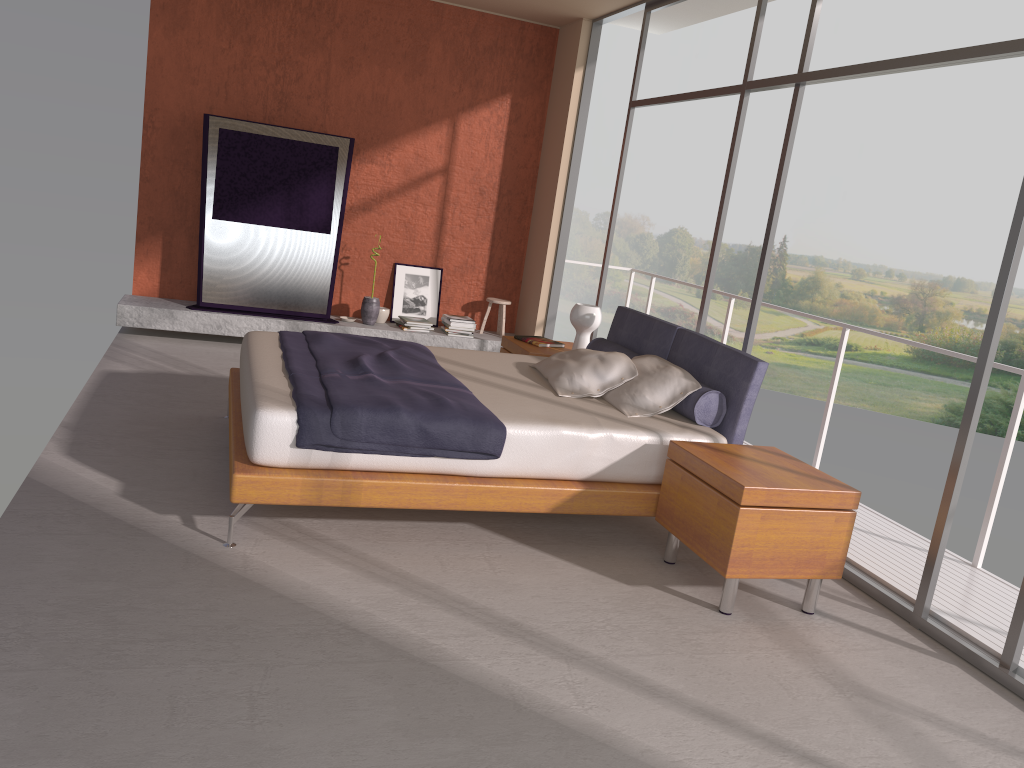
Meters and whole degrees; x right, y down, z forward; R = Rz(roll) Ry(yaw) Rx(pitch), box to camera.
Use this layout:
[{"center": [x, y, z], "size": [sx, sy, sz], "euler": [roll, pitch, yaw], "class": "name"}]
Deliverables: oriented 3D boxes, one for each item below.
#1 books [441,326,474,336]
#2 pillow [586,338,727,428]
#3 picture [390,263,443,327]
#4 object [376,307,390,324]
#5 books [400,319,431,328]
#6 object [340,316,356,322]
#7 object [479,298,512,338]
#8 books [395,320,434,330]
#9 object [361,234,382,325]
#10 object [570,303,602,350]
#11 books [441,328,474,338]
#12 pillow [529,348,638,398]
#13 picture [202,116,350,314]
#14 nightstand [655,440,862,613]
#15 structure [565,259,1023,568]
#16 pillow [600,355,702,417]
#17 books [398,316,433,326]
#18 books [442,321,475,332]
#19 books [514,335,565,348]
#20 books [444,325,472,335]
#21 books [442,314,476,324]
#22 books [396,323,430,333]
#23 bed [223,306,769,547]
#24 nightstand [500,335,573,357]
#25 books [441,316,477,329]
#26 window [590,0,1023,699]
[{"center": [-0.506, -0.490, 8.194], "size": [0.247, 0.018, 0.287], "euler": [5, 12, -19], "class": "books"}, {"center": [0.778, -0.041, 5.068], "size": [0.205, 0.201, 1.470], "euler": [5, 12, -19], "class": "pillow"}, {"center": [-0.894, -0.832, 8.316], "size": [0.458, 0.550, 0.117], "euler": [5, 12, -19], "class": "picture"}, {"center": [-1.221, -0.631, 8.150], "size": [0.179, 0.137, 0.180], "euler": [7, 11, -7], "class": "object"}, {"center": [-0.879, -0.554, 8.074], "size": [0.247, 0.025, 0.287], "euler": [5, 12, -17], "class": "books"}, {"center": [-1.474, -0.573, 7.960], "size": [0.152, 0.040, 0.152], "euler": [12, 12, 15], "class": "object"}, {"center": [-0.136, -0.627, 8.423], "size": [0.260, 0.349, 0.257], "euler": [18, 15, 39], "class": "object"}, {"center": [-0.890, -0.537, 8.091], "size": [0.247, 0.018, 0.328], "euler": [1, 14, -34], "class": "books"}, {"center": [-1.230, -0.927, 7.890], "size": [0.165, 0.810, 0.165], "euler": [9, 11, 4], "class": "object"}, {"center": [0.497, -0.376, 6.118], "size": [0.224, 0.338, 0.224], "euler": [7, 11, -8], "class": "object"}, {"center": [-0.506, -0.471, 8.192], "size": [0.247, 0.018, 0.328], "euler": [5, 12, -17], "class": "books"}, {"center": [0.389, -0.090, 5.022], "size": [0.431, 0.264, 0.869], "euler": [6, 11, -11], "class": "pillow"}, {"center": [-2.001, -1.382, 7.431], "size": [1.129, 1.496, 0.126], "euler": [5, 12, -19], "class": "picture"}, {"center": [1.035, 0.618, 3.884], "size": [0.562, 0.556, 0.628], "euler": [5, 12, -19], "class": "nightstand"}, {"center": [1.885, 0.255, 4.812], "size": [0.728, 1.005, 7.689], "euler": [5, 12, -19], "class": "structure"}, {"center": [0.671, -0.002, 4.748], "size": [0.400, 0.265, 0.791], "euler": [5, 12, -16], "class": "pillow"}, {"center": [-0.879, -0.576, 8.074], "size": [0.247, 0.018, 0.328], "euler": [4, 12, -22], "class": "books"}, {"center": [-0.497, -0.536, 8.179], "size": [0.247, 0.027, 0.328], "euler": [5, 12, -17], "class": "books"}, {"center": [0.197, -0.305, 6.356], "size": [0.247, 0.025, 0.287], "euler": [0, 14, -38], "class": "books"}, {"center": [-0.498, -0.505, 8.166], "size": [0.247, 0.025, 0.287], "euler": [7, 11, -8], "class": "books"}, {"center": [-0.489, -0.599, 8.172], "size": [0.247, 0.025, 0.287], "euler": [5, 12, -19], "class": "books"}, {"center": [-0.903, -0.513, 8.084], "size": [0.247, 0.025, 0.287], "euler": [4, 12, -22], "class": "books"}, {"center": [-0.226, 0.049, 4.781], "size": [2.462, 0.959, 2.017], "euler": [5, 12, -19], "class": "bed"}, {"center": [0.247, 0.008, 6.329], "size": [0.562, 0.556, 0.628], "euler": [5, 12, -19], "class": "nightstand"}, {"center": [-0.492, -0.567, 8.173], "size": [0.247, 0.038, 0.319], "euler": [4, 12, -21], "class": "books"}, {"center": [1.707, -0.686, 4.311], "size": [0.075, 3.133, 6.106], "euler": [5, 12, -19], "class": "window"}]
